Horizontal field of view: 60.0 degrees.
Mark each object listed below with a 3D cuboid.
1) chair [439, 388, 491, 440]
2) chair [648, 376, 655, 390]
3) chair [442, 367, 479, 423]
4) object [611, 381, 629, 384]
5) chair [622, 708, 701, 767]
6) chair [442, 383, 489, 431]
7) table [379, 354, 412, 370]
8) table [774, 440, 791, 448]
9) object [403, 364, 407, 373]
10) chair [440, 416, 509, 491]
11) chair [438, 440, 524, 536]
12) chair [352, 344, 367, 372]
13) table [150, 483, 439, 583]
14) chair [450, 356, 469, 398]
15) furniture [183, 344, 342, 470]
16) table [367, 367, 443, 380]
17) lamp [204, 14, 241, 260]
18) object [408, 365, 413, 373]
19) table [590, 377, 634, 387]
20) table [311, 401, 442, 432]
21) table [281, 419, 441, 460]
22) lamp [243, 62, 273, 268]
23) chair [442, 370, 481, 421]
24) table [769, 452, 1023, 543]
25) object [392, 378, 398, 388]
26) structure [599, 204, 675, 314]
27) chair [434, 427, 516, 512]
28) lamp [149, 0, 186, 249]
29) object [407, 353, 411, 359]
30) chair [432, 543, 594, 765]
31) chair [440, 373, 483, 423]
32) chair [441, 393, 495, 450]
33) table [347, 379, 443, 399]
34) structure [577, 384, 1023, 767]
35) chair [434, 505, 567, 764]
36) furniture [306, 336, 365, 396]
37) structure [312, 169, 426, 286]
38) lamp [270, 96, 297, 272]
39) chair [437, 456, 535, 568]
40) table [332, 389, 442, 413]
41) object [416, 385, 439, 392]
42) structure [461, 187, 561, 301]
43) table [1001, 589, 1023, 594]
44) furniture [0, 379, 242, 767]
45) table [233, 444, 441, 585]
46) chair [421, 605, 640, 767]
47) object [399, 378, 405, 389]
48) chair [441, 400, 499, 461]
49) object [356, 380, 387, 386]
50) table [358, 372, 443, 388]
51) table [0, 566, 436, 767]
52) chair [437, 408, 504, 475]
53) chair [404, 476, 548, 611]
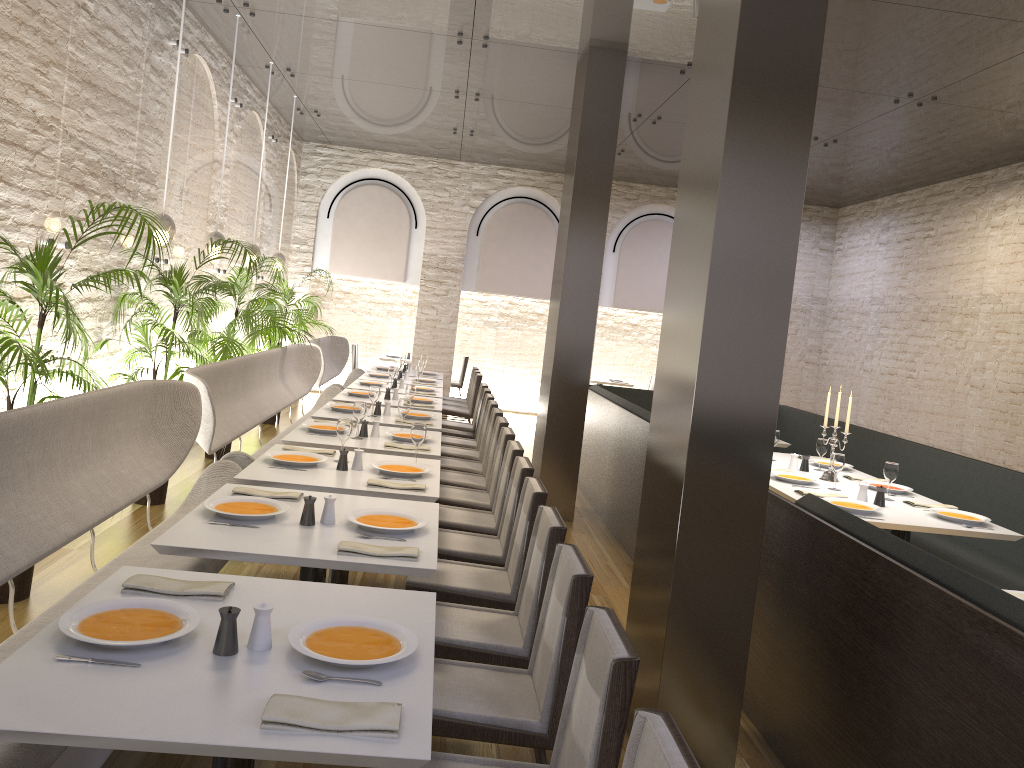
[{"bbox_3d":[-0.528,0.474,8.478,0.565,0.904,0.413,6,2,-5],"label":"chair"},{"bbox_3d":[2.068,0.301,14.541,0.565,0.904,0.413,6,2,-5],"label":"chair"},{"bbox_3d":[-0.760,0.212,11.572,0.565,0.904,0.413,6,2,-5],"label":"chair"},{"bbox_3d":[1.731,-0.024,14.142,0.273,0.033,0.143,6,4,-5],"label":"object"},{"bbox_3d":[-0.005,1.064,1.532,0.565,0.904,0.413,6,2,-5],"label":"chair"},{"bbox_3d":[-0.569,0.427,9.034,0.565,0.904,0.413,6,2,-5],"label":"chair"},{"bbox_3d":[-1.675,-0.023,14.250,0.935,0.759,1.013,6,4,-5],"label":"table"},{"bbox_3d":[1.884,0.813,8.535,1.100,0.759,1.191,6,4,-5],"label":"table"},{"bbox_3d":[-1.367,-0.201,11.309,0.059,0.109,0.059,8,3,31],"label":"object"},{"bbox_3d":[-0.354,0.670,6.173,0.565,0.904,0.413,6,2,-5],"label":"chair"},{"bbox_3d":[-0.268,0.768,5.022,0.565,0.904,0.413,6,2,-5],"label":"chair"},{"bbox_3d":[-2.319,-0.163,14.190,0.565,0.904,0.413,6,2,-5],"label":"chair"},{"bbox_3d":[-0.794,0.903,3.433,0.935,0.759,1.013,6,4,-5],"label":"table"},{"bbox_3d":[-1.019,-0.025,14.294,0.565,0.904,0.413,6,2,-5],"label":"chair"},{"bbox_3d":[-1.814,0.329,7.230,0.708,1.095,4.486,6,4,-5],"label":"furniture"},{"bbox_3d":[-1.393,0.227,11.395,0.935,0.759,1.013,6,4,-5],"label":"table"},{"bbox_3d":[-2.387,-2.052,7.397,0.177,2.038,0.178,6,2,-20],"label":"lamp"},{"bbox_3d":[-1.301,-0.197,11.360,0.059,0.109,0.059,8,3,31],"label":"object"},{"bbox_3d":[1.399,0.303,14.495,0.935,0.759,1.013,6,4,-5],"label":"table"},{"bbox_3d":[-1.053,0.611,6.879,0.935,0.759,1.013,6,4,-5],"label":"table"},{"bbox_3d":[-0.966,0.709,5.721,0.935,0.759,1.013,6,4,-5],"label":"table"},{"bbox_3d":[-2.493,-2.172,8.808,0.177,2.038,0.178,5,2,-26],"label":"lamp"},{"bbox_3d":[-0.717,0.261,10.996,0.565,0.904,0.413,6,2,-5],"label":"chair"},{"bbox_3d":[2.075,1.029,5.988,1.100,0.758,2.545,6,4,-5],"label":"table"},{"bbox_3d":[-1.199,-0.011,9.074,0.059,0.109,0.059,8,3,31],"label":"object"},{"bbox_3d":[2.223,-1.951,13.750,1.633,1.672,0.098,6,2,-5],"label":"structure"},{"bbox_3d":[-0.312,0.718,5.614,0.565,0.904,0.413,6,2,-5],"label":"chair"},{"bbox_3d":[-2.282,-1.934,5.999,0.178,2.038,0.178,7,2,16],"label":"lamp"},{"bbox_3d":[-1.649,-0.451,14.164,0.059,0.109,0.059,6,3,-3],"label":"object"},{"bbox_3d":[-0.096,0.962,2.739,0.565,0.904,0.413,6,2,-5],"label":"chair"},{"bbox_3d":[-0.675,0.308,10.438,0.565,0.904,0.413,6,2,-5],"label":"chair"},{"bbox_3d":[-0.483,0.524,7.891,0.565,0.904,0.413,6,2,-5],"label":"chair"},{"bbox_3d":[-1.225,0.417,9.160,0.935,0.759,1.013,6,4,-5],"label":"table"},{"bbox_3d":[2.226,1.045,4.417,2.371,0.999,10.774,6,4,-5],"label":"structure"},{"bbox_3d":[-0.138,0.914,3.302,0.565,0.904,0.413,6,2,-5],"label":"chair"},{"bbox_3d":[-2.089,0.018,10.893,0.707,1.095,2.591,6,4,-5],"label":"furniture"},{"bbox_3d":[-2.118,-2.410,13.402,1.633,1.672,0.098,6,2,-5],"label":"structure"},{"bbox_3d":[-2.597,-2.289,10.190,0.177,2.038,0.178,5,2,-26],"label":"lamp"},{"bbox_3d":[-0.225,0.816,4.459,0.565,0.904,0.413,6,2,-5],"label":"chair"},{"bbox_3d":[-1.141,0.512,8.045,0.935,0.759,1.013,6,4,-5],"label":"table"},{"bbox_3d":[-0.918,0.053,9.165,0.322,0.036,0.321,9,5,33],"label":"object"},{"bbox_3d":[0.122,-2.173,13.582,1.633,1.672,0.098,6,2,-5],"label":"structure"},{"bbox_3d":[2.352,1.341,2.317,1.100,0.758,2.545,6,4,-5],"label":"table"},{"bbox_3d":[-1.466,0.722,2.608,0.708,1.095,4.486,6,4,-5],"label":"furniture"},{"bbox_3d":[-0.879,0.807,4.562,0.935,0.759,1.013,6,4,-5],"label":"table"},{"bbox_3d":[-0.049,1.014,2.124,0.565,0.904,0.413,6,2,-5],"label":"chair"},{"bbox_3d":[-1.132,-0.008,9.125,0.059,0.109,0.059,8,3,31],"label":"object"},{"bbox_3d":[-0.441,0.572,7.324,0.565,0.904,0.413,6,2,-5],"label":"chair"},{"bbox_3d":[-1.450,-0.004,9.124,0.322,0.036,0.321,9,5,33],"label":"object"},{"bbox_3d":[-1.307,0.324,10.259,0.935,0.759,1.013,6,4,-5],"label":"table"},{"bbox_3d":[-0.700,1.009,2.187,0.935,0.759,1.013,6,4,-5],"label":"table"},{"bbox_3d":[-0.396,0.622,6.734,0.565,0.904,0.413,6,2,-5],"label":"chair"},{"bbox_3d":[-0.183,0.864,3.894,0.565,0.904,0.413,6,2,-5],"label":"chair"}]
